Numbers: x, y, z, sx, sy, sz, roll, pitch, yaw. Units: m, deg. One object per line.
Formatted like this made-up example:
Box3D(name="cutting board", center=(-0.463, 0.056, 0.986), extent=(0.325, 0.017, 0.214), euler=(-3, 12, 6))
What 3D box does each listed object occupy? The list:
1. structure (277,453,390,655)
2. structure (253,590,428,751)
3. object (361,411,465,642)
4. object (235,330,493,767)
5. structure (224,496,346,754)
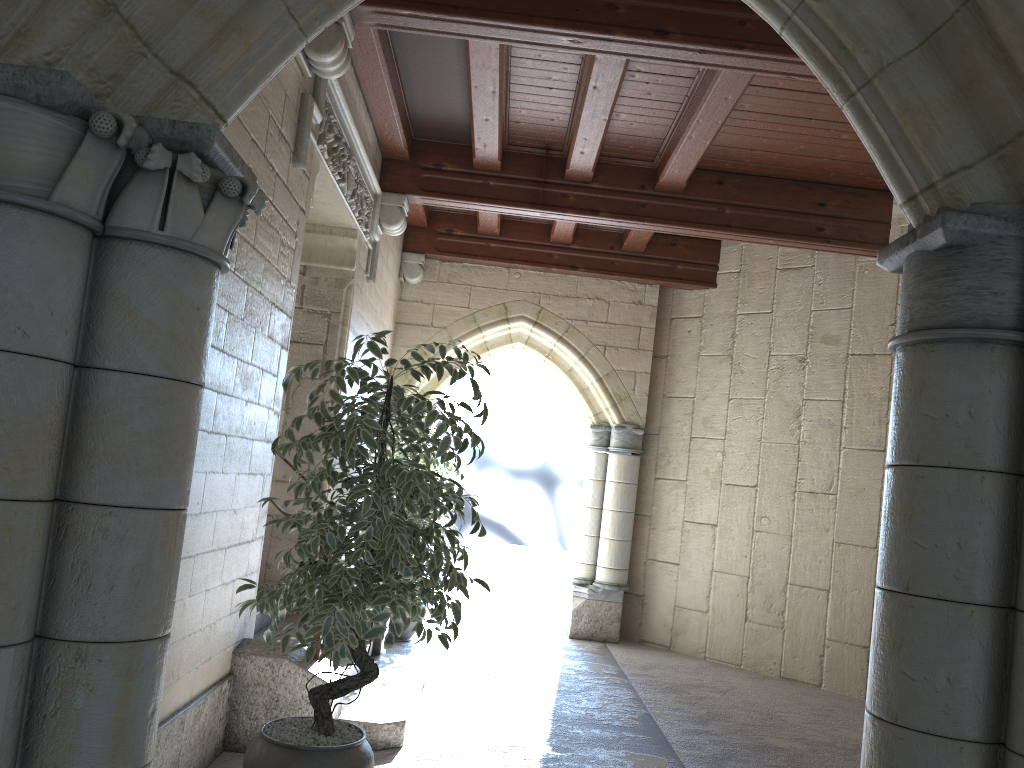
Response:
Box3D(name="structure", center=(-1.140, 1.000, 5.173), extent=(0.888, 1.257, 0.474), euler=(7, -4, -1))
Box3D(name="structure", center=(-1.711, 1.082, 4.439), extent=(2.573, 0.807, 1.467), euler=(7, -6, -1))
Box3D(name="object", center=(-0.745, 0.987, 6.239), extent=(0.787, 1.612, 0.753), euler=(7, -4, -4))
Box3D(name="object", center=(-0.480, 0.638, 2.900), extent=(0.786, 1.612, 0.755), euler=(4, -5, 31))
Box3D(name="structure", center=(-1.113, 0.844, 3.766), extent=(0.888, 1.257, 0.478), euler=(7, -4, -1))
